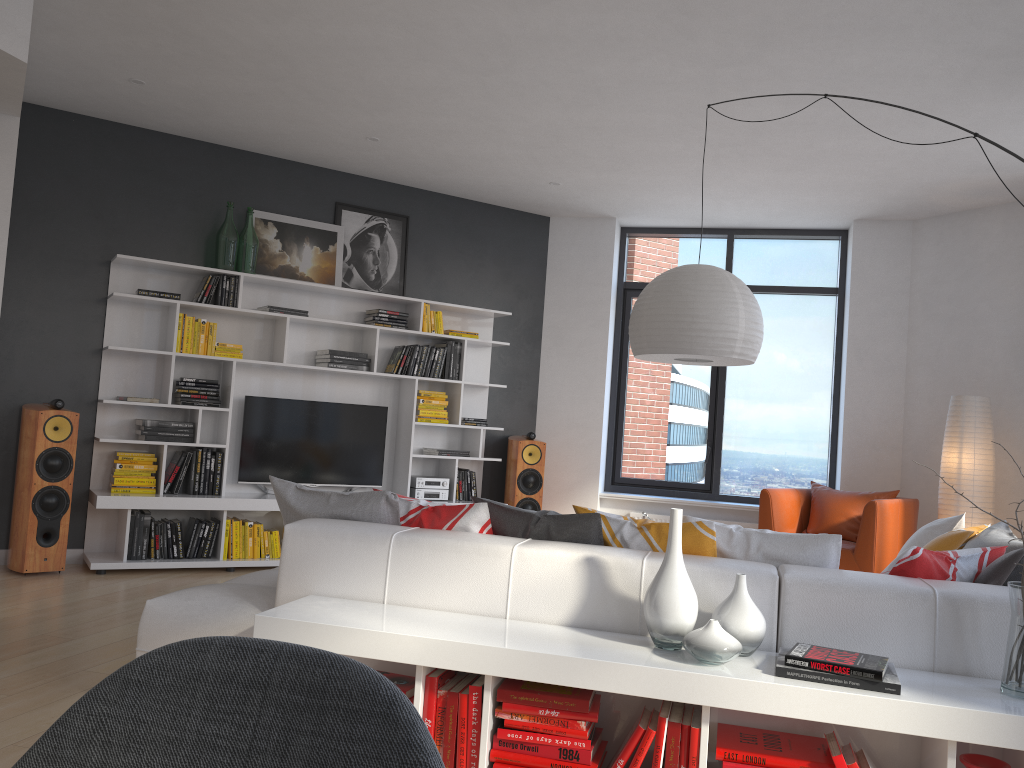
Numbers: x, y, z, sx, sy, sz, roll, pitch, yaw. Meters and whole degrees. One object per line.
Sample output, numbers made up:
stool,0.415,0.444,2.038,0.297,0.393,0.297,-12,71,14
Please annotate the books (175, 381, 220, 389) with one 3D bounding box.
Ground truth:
books,-2.190,0.008,6.172,0.284,0.030,0.214,5,-3,-22

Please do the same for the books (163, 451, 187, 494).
books,-2.333,0.603,6.075,0.142,0.284,0.232,6,-3,-31

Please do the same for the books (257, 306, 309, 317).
books,-1.675,-0.520,6.464,0.310,0.047,0.250,6,-4,-35

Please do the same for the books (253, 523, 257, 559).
books,-1.819,1.090,6.204,0.043,0.240,0.169,6,-3,-32

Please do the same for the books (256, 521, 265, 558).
books,-1.786,1.097,6.257,0.056,0.235,0.172,6,-3,-32

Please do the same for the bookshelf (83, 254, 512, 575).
bookshelf,-1.394,0.307,6.540,3.000,2.052,0.455,6,-3,-31

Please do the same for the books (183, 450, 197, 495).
books,-2.224,0.607,6.122,0.028,0.301,0.213,6,-3,-31

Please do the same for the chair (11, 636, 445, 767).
chair,-0.325,0.647,0.468,0.655,0.891,0.619,3,-3,21

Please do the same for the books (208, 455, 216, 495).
books,-2.117,0.630,6.188,0.028,0.272,0.200,6,-3,-31

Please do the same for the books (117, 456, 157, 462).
books,-2.525,0.500,5.971,0.234,0.024,0.171,6,-3,-27

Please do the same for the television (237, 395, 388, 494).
television,-1.469,0.481,6.621,1.102,0.704,0.207,6,-3,-31

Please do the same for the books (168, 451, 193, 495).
books,-2.279,0.605,6.087,0.100,0.289,0.210,6,-3,-32

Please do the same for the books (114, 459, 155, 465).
books,-2.536,0.523,5.969,0.238,0.023,0.167,5,-3,-15

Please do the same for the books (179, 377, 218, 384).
books,-2.174,-0.020,6.151,0.246,0.026,0.180,5,-3,-23

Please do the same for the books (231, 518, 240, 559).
books,-1.939,1.070,6.160,0.066,0.258,0.198,6,-3,-31

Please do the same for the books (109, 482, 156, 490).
books,-2.544,0.683,5.943,0.269,0.025,0.213,6,-3,-28

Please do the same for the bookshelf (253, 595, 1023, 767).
bookshelf,0.529,1.009,2.442,2.600,0.500,0.356,3,-3,14

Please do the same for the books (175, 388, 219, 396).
books,-2.185,0.058,6.148,0.284,0.030,0.214,5,-3,-22

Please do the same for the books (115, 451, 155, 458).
books,-2.544,0.475,5.987,0.234,0.024,0.171,6,-3,-27

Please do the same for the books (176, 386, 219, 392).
books,-2.186,0.033,6.151,0.264,0.020,0.189,6,-3,-27

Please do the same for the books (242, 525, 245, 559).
books,-1.889,1.090,6.168,0.042,0.230,0.156,6,-4,-32

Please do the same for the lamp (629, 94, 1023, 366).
lamp,1.689,0.044,3.052,0.710,2.647,3.199,6,-4,-40

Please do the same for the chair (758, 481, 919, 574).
chair,2.381,1.163,6.431,0.843,0.858,0.896,7,-4,-44

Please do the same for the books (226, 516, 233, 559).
books,-1.966,1.060,6.137,0.048,0.271,0.213,6,-3,-31

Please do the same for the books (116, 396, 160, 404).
books,-2.508,0.107,5.946,0.209,0.030,0.266,6,-4,-37

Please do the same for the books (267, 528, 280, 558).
books,-1.690,1.126,6.283,0.067,0.193,0.148,6,-3,-30

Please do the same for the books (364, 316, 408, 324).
books,-0.984,-0.490,6.910,0.284,0.030,0.214,6,-3,-27

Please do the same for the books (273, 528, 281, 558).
books,-1.674,1.128,6.303,0.046,0.193,0.149,6,-3,-30

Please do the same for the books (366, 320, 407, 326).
books,-0.978,-0.465,6.890,0.264,0.020,0.189,6,-4,-32

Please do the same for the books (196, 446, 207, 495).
books,-2.172,0.599,6.163,0.026,0.326,0.237,6,-3,-31

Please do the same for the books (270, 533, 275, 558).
books,-1.705,1.137,6.256,0.049,0.169,0.113,6,-3,-32

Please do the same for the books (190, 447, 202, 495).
books,-2.199,0.602,6.143,0.034,0.314,0.237,6,-3,-31

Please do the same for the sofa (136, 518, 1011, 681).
sofa,0.644,0.978,3.949,3.424,0.732,2.614,3,-3,14

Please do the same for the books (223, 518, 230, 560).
books,-1.989,1.057,6.100,0.029,0.270,0.204,6,-3,-31

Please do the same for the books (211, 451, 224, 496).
books,-2.083,0.622,6.210,0.051,0.297,0.230,6,-3,-31

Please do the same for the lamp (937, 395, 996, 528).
lamp,3.201,0.851,5.960,0.502,1.550,0.804,5,-3,-25

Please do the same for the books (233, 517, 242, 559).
books,-1.912,1.069,6.175,0.038,0.267,0.202,6,-3,-30

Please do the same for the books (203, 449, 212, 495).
books,-2.147,0.607,6.178,0.034,0.315,0.239,6,-3,-31

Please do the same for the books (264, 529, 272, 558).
books,-1.727,1.126,6.258,0.046,0.187,0.134,6,-3,-31

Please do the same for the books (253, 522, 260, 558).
books,-1.809,1.094,6.234,0.043,0.235,0.171,6,-4,-33

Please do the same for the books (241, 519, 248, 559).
books,-1.872,1.079,6.184,0.041,0.252,0.180,6,-3,-31

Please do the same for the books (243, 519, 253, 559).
books,-1.855,1.082,6.206,0.055,0.252,0.185,6,-3,-32

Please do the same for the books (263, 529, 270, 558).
books,-1.748,1.123,6.253,0.056,0.188,0.138,6,-3,-31

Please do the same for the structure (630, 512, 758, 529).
structure,1.713,1.370,7.441,1.474,0.460,0.110,3,-3,14

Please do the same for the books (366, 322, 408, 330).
books,-0.977,-0.440,6.886,0.284,0.030,0.214,6,-3,-27

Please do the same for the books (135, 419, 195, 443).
books,-2.376,0.321,6.060,0.343,0.137,0.277,6,-3,-31
